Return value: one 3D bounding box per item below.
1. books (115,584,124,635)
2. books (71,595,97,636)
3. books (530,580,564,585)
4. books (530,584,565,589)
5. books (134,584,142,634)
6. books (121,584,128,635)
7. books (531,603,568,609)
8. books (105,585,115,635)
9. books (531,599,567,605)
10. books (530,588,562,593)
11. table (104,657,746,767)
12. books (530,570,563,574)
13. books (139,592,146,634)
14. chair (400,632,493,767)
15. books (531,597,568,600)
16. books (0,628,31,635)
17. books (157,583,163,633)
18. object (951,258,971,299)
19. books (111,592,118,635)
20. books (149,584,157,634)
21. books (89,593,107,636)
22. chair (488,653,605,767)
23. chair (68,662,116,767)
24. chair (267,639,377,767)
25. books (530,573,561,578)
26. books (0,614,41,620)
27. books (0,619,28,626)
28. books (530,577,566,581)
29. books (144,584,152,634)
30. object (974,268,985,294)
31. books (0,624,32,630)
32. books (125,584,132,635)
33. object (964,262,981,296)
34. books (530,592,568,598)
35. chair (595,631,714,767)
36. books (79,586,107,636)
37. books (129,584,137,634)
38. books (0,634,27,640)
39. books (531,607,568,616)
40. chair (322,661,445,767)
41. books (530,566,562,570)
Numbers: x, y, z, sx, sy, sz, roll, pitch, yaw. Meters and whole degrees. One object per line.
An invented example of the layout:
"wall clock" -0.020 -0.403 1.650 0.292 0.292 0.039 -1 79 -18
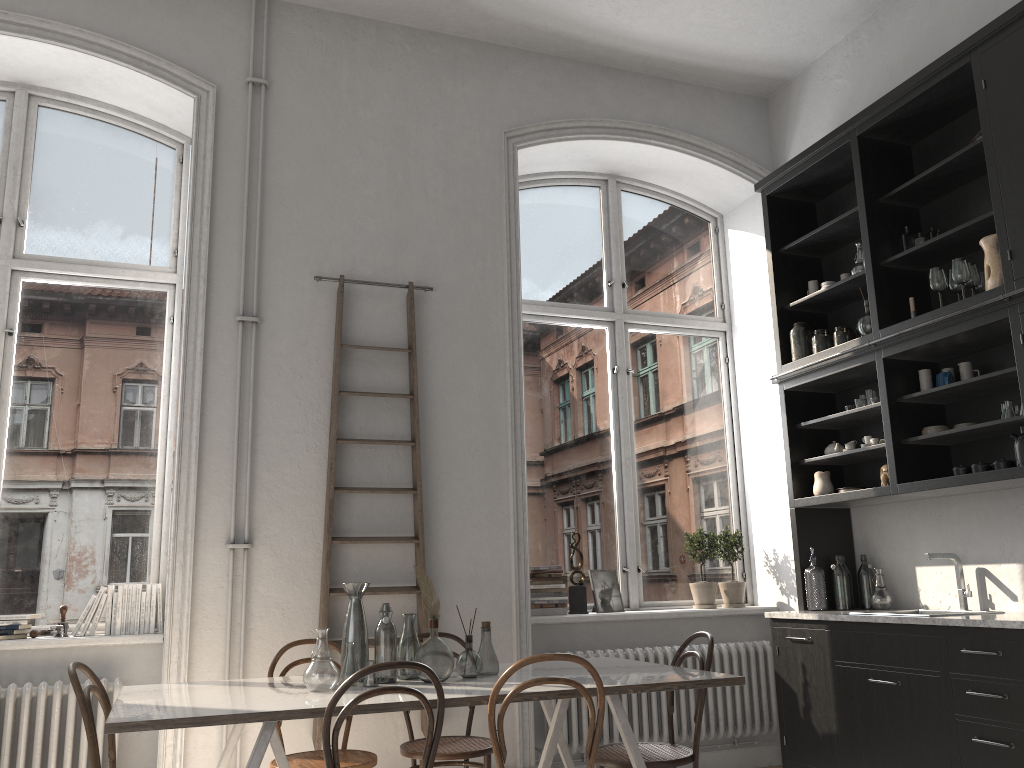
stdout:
"books" -1.965 1.130 4.447 0.024 0.243 0.175 3 -13 -21
"books" -2.119 1.147 4.398 0.105 0.194 0.155 3 -13 -22
"books" 0.181 1.182 5.271 0.205 0.022 0.155 5 -14 -25
"books" 0.183 1.204 5.273 0.222 0.024 0.158 3 -13 -21
"books" -1.889 1.137 4.485 0.019 0.243 0.175 3 -13 -21
"books" -1.948 1.133 4.463 0.019 0.243 0.175 3 -13 -21
"books" 0.176 1.308 5.227 0.250 0.023 0.175 4 -14 -25
"books" -2.021 1.134 4.458 0.024 0.243 0.175 3 -13 -21
"books" 0.176 1.286 5.232 0.249 0.023 0.175 3 -13 -20
"books" 0.183 1.226 5.261 0.205 0.022 0.155 0 -13 -7
"table" -0.335 1.539 3.372 2.200 0.778 1.102 3 -13 -21
"books" 0.180 1.120 5.285 0.205 0.020 0.155 3 -13 -21
"books" -1.868 1.157 4.490 0.020 0.205 0.155 3 -13 -21
"chair" -0.295 1.611 4.015 0.438 0.919 0.550 2 -13 -14
"books" 0.179 1.271 5.253 0.255 0.014 0.193 3 -13 -18
"books" -2.445 1.187 4.241 0.205 0.022 0.155 -1 -13 -1
"books" -1.794 1.142 4.521 0.040 0.244 0.175 3 -13 -21
"object" 2.138 -0.485 4.214 0.083 0.220 0.083 -7 -13 25
"books" -1.989 1.150 4.444 0.020 0.205 0.155 3 -13 -21
"books" -1.824 1.141 4.512 0.024 0.243 0.175 3 -13 -21
"books" -2.058 1.146 4.418 0.072 0.203 0.155 3 -13 -21
"chair" 0.085 1.387 3.055 0.438 0.919 0.550 1 -12 -10
"chair" -1.240 1.413 3.021 0.549 0.919 0.438 1 -13 -13
"chair" -0.803 1.563 3.741 0.438 0.919 0.550 4 -13 -23
"books" 0.167 1.140 5.276 0.231 0.023 0.163 0 -13 -5
"books" -2.427 1.123 4.271 0.244 0.019 0.175 1 -13 -11
"books" -2.437 1.143 4.240 0.205 0.020 0.155 6 -15 -30
"books" 0.176 1.161 5.274 0.244 0.019 0.175 3 -13 -21
"books" -1.855 1.144 4.521 0.024 0.243 0.175 3 -13 -21
"object" 2.320 -0.455 4.371 0.083 0.220 0.083 -4 -12 10
"books" -2.443 1.165 4.246 0.221 0.023 0.147 0 -13 -5
"books" -1.936 1.138 4.485 0.019 0.243 0.175 3 -13 -21
"object" 2.221 -0.473 4.279 0.083 0.220 0.083 3 -13 -22
"books" 0.177 1.251 5.259 0.245 0.028 0.194 5 -14 -25
"chair" 0.588 1.515 3.688 0.549 0.919 0.438 0 -12 -8
"books" -2.081 1.129 4.412 0.100 0.234 0.175 3 -13 -21
"books" -1.917 1.140 4.497 0.024 0.243 0.175 3 -13 -21
"books" -2.452 1.209 4.238 0.221 0.023 0.147 -8 -14 27
"books" 0.175 1.340 5.221 0.248 0.043 0.193 3 -13 -21
"chair" -0.474 1.362 2.882 0.438 0.919 0.550 4 -14 -25
"books" 0.171 1.100 5.296 0.201 0.024 0.159 6 -15 -30
